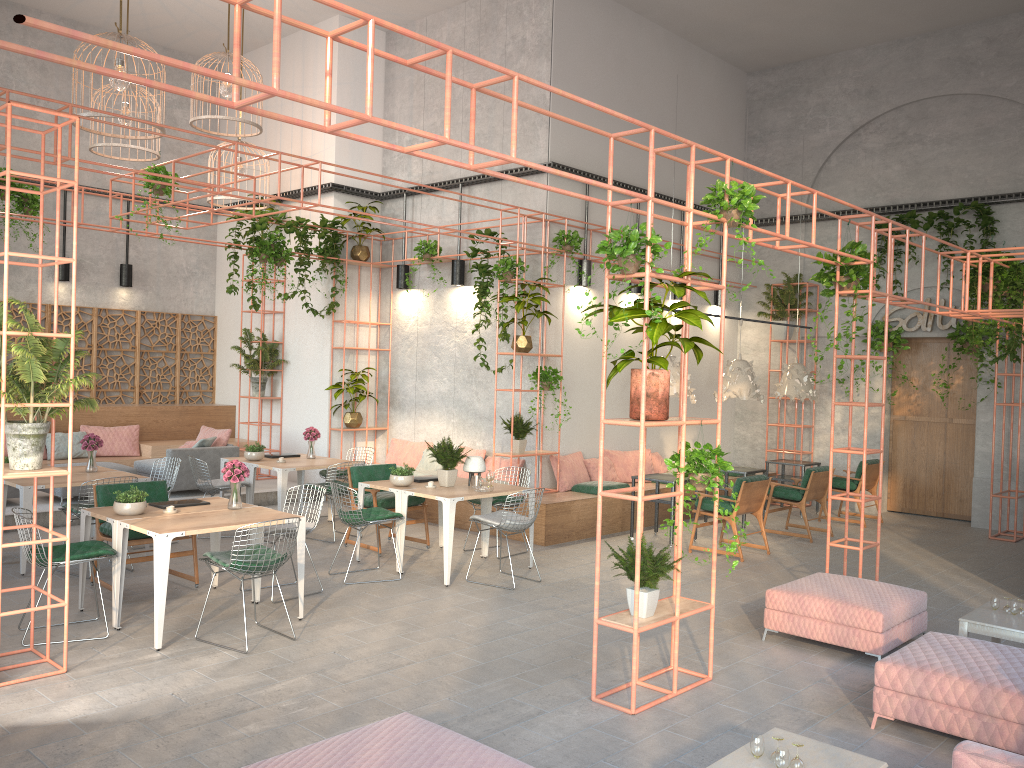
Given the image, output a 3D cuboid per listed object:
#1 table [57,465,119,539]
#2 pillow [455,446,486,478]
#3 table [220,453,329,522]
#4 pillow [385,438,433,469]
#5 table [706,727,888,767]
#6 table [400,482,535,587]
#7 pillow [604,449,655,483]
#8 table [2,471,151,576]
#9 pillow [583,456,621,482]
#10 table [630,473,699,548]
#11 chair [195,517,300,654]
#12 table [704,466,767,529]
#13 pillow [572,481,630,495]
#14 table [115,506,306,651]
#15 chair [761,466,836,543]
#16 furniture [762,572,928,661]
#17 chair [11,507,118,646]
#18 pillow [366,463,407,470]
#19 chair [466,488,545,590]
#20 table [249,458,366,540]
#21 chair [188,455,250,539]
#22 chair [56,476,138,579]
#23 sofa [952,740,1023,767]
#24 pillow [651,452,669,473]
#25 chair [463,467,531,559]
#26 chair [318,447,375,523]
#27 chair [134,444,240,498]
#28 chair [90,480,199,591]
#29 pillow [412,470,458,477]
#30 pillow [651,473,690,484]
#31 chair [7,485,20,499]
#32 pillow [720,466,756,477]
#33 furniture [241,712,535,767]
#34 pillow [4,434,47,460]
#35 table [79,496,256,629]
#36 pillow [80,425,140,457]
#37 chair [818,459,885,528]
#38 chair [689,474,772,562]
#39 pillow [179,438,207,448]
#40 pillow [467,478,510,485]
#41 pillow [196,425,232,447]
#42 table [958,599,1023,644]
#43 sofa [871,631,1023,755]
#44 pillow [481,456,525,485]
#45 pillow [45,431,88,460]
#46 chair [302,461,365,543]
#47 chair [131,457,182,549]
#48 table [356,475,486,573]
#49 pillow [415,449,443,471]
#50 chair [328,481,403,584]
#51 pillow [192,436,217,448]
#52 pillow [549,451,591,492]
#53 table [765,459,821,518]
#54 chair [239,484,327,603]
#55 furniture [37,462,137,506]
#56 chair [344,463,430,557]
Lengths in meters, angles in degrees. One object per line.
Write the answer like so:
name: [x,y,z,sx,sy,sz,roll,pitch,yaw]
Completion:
table: [-4.877,1.333,9.343,0.694,0.830,1.205,3,1,43]
pillow: [-0.639,1.113,12.344,0.276,0.474,0.839,1,1,-27]
table: [-3.011,1.360,11.343,0.694,0.830,1.205,3,1,43]
pillow: [-1.546,1.071,13.249,0.839,0.474,0.276,2,1,33]
table: [1.110,1.813,3.619,0.520,0.455,0.916,3,1,43]
table: [-0.437,1.476,8.946,0.694,0.830,1.214,3,1,43]
pillow: [1.701,1.180,12.777,0.839,0.474,0.276,1,1,-27]
table: [-4.366,1.356,8.873,0.694,0.830,1.214,3,1,43]
pillow: [1.248,1.219,12.326,0.289,0.385,0.666,2,1,38]
table: [1.881,1.550,10.971,0.635,0.798,0.602,3,1,43]
chair: [-1.941,1.422,6.569,0.717,0.941,0.565,2,1,39]
table: [3.078,1.567,12.254,0.635,0.798,0.602,3,1,43]
pillow: [1.173,1.366,11.663,0.491,0.149,0.637,3,1,44]
table: [-2.323,1.462,6.899,0.694,0.830,1.214,3,1,43]
chair: [3.765,1.531,11.623,0.685,0.930,0.722,3,1,43]
furniture: [2.630,1.805,6.981,0.941,0.446,0.976,3,1,43]
chair: [-3.305,1.380,6.566,0.717,0.941,0.565,1,1,-31]
pillow: [-1.894,1.251,12.993,0.637,0.149,0.491,3,1,44]
chair: [-0.055,1.448,8.616,0.717,0.941,0.565,2,1,39]
table: [-2.499,1.383,10.871,0.694,0.830,1.214,3,1,43]
chair: [-3.482,1.313,10.539,0.717,0.941,0.565,1,1,-31]
chair: [-3.983,1.328,8.542,0.717,0.941,0.565,2,1,39]
sofa: [1.083,1.715,2.700,1.960,0.672,2.219,3,1,43]
pillow: [2.123,1.232,13.264,0.289,0.385,0.666,2,1,38]
chair: [-0.158,1.424,9.976,0.565,0.941,0.717,3,1,44]
chair: [-2.221,1.331,11.902,0.565,0.941,0.717,3,1,44]
chair: [-4.619,1.181,12.589,1.127,0.672,1.052,3,1,43]
chair: [-3.295,1.363,7.939,0.685,0.917,0.722,3,1,43]
pillow: [-1.128,1.286,12.278,0.637,0.149,0.491,3,1,44]
pillow: [2.353,1.383,12.929,0.491,0.149,0.637,3,1,44]
chair: [-6.742,1.098,10.907,1.056,0.586,1.127,3,1,43]
pillow: [3.563,1.401,14.225,0.491,0.149,0.637,3,1,44]
furniture: [-0.507,1.760,3.618,0.941,0.446,0.976,3,1,43]
pillow: [-6.952,0.847,12.474,0.276,0.474,0.839,2,1,33]
table: [-2.835,1.439,7.371,0.694,0.830,1.205,3,1,43]
pillow: [-6.078,0.859,13.411,0.839,0.474,0.276,1,1,-27]
chair: [4.947,1.548,12.891,0.685,0.930,0.722,3,1,43]
chair: [2.557,1.513,10.329,0.685,0.929,0.722,3,1,43]
pillow: [-4.681,0.927,12.839,0.479,0.317,0.441,2,1,24]
pillow: [-0.385,1.319,11.584,0.637,0.149,0.491,3,1,44]
pillow: [-4.410,0.869,12.953,0.836,0.476,0.273,3,1,43]
table: [3.521,1.844,6.204,0.520,0.455,0.916,3,1,43]
sofa: [3.495,1.750,5.284,1.960,0.672,2.219,3,1,43]
pillow: [-0.156,1.183,11.922,0.666,0.385,0.289,2,1,38]
pillow: [-6.479,0.900,12.952,0.289,0.385,0.666,2,1,38]
chair: [-2.118,1.355,10.541,0.717,0.941,0.565,2,1,39]
chair: [-4.086,1.304,9.902,0.565,0.941,0.717,3,1,44]
table: [-0.948,1.453,9.418,0.694,0.830,1.205,3,1,43]
pillow: [-1.092,1.140,12.796,0.666,0.385,0.289,2,1,38]
chair: [-1.419,1.406,8.613,0.717,0.941,0.565,1,1,-31]
pillow: [-4.388,0.923,12.491,0.308,0.349,0.495,2,1,3]
pillow: [0.796,1.166,11.870,0.276,0.474,0.839,2,1,33]
table: [4.275,1.585,13.537,0.635,0.798,0.602,3,1,43]
chair: [-2.044,1.397,7.929,0.565,0.941,0.717,3,1,44]
furniture: [-5.613,1.277,11.688,0.941,0.446,0.975,3,1,43]
chair: [-1.409,1.390,9.987,0.685,0.917,0.722,3,1,43]
